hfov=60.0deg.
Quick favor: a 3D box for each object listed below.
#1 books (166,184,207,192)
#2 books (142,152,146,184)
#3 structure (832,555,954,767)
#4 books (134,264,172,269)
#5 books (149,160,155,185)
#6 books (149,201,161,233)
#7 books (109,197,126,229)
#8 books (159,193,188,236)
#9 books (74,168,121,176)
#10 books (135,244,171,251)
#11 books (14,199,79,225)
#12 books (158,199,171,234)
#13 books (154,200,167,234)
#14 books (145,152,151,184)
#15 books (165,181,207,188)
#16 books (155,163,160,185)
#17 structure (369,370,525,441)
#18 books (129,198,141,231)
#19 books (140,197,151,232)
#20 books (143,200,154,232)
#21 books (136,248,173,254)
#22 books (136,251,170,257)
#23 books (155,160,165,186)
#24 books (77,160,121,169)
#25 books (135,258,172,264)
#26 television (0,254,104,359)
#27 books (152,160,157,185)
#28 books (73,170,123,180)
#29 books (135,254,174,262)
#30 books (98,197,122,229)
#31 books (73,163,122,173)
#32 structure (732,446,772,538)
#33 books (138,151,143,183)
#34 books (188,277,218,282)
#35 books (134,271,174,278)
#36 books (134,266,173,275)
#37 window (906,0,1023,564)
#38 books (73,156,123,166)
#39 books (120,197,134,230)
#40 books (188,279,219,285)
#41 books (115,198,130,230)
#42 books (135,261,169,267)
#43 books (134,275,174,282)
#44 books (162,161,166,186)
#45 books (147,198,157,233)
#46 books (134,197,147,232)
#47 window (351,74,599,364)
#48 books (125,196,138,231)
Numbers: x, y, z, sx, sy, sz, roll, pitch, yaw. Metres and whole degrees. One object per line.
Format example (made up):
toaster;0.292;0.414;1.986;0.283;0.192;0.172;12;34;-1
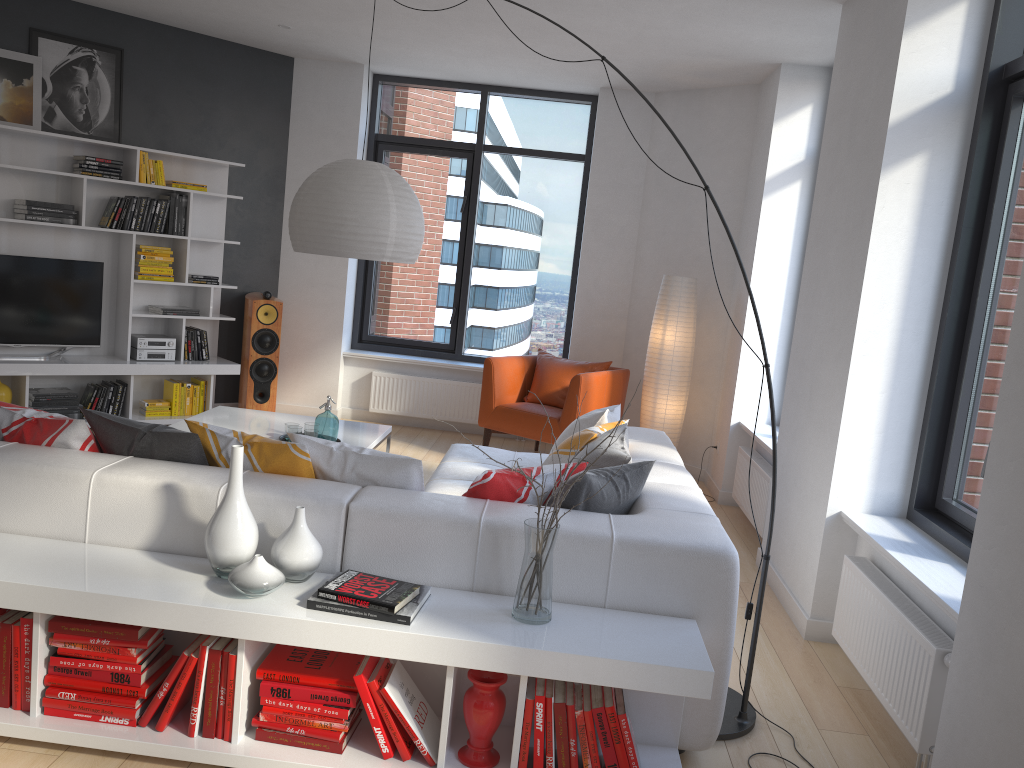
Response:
books;-2.484;-1.493;6.759;0.257;0.028;0.194;0;10;-37
books;-2.724;-1.583;6.490;0.041;0.224;0.163;-1;11;-44
structure;1.392;1.011;3.247;0.110;0.460;1.015;7;8;3
books;-2.736;-0.896;6.730;0.251;0.014;0.189;0;10;-39
books;-2.672;-1.559;6.524;0.054;0.180;0.132;-1;10;-42
books;-2.690;-1.250;6.615;0.071;0.243;0.179;-1;11;-43
books;-2.894;-1.244;6.456;0.096;0.234;0.187;-1;10;-41
books;-2.587;-1.291;6.753;0.128;0.321;0.259;-1;10;-42
books;-2.969;-1.517;6.348;0.264;0.020;0.189;-1;11;-43
books;-2.728;-1.035;6.727;0.223;0.023;0.163;0;10;-38
books;-3.251;-1.198;6.185;0.277;0.137;0.343;13;10;42
books;-2.644;-1.260;6.671;0.066;0.260;0.197;-1;10;-42
books;-2.669;-1.255;6.649;0.084;0.249;0.191;-1;10;-42
books;-2.707;-1.584;6.517;0.054;0.224;0.164;-1;11;-43
books;-2.489;-1.520;6.759;0.257;0.024;0.203;0;10;-39
books;-2.632;-1.546;6.538;0.046;0.161;0.108;-1;11;-43
structure;-0.506;0.195;7.735;1.474;0.460;0.110;7;8;3
books;-2.803;-1.248;6.528;0.068;0.243;0.179;-1;11;-43
books;-2.752;-1.259;6.578;0.066;0.260;0.197;-1;10;-42
books;-2.718;-1.245;6.573;0.069;0.242;0.172;-1;10;-41
books;-2.709;-1.008;6.720;0.223;0.023;0.163;0;10;-38
books;-2.720;-0.985;6.720;0.227;0.022;0.160;2;9;-26
books;-2.623;-1.561;6.563;0.064;0.184;0.141;-1;10;-41
books;-2.954;-1.568;6.340;0.246;0.026;0.180;0;10;-39
books;-2.728;-0.932;6.725;0.239;0.019;0.171;-1;10;-42
television;-3.447;-0.541;6.187;1.102;0.704;0.207;-1;10;-42
books;-2.652;-1.557;6.533;0.044;0.178;0.128;-1;10;-42
books;-2.968;-1.491;6.350;0.284;0.030;0.214;0;10;-38
books;-2.716;-0.958;6.727;0.239;0.033;0.176;0;10;-39
books;-2.916;-1.243;6.430;0.104;0.234;0.182;-1;10;-42
books;-2.977;-1.545;6.362;0.284;0.030;0.214;0;10;-38
structure;1.534;0.715;5.527;0.110;0.460;1.015;7;8;3
books;-2.729;-1.581;6.461;0.041;0.229;0.161;-1;11;-43
books;-2.424;-0.819;6.937;0.198;0.015;0.142;-1;11;-43
books;-2.729;-0.832;6.726;0.257;0.024;0.203;0;10;-39
books;-2.728;-0.866;6.725;0.243;0.042;0.189;-1;10;-42
window;1.888;-0.503;3.053;0.170;2.402;1.310;7;8;3
books;-2.960;-1.597;6.343;0.209;0.030;0.266;13;10;41
books;-2.827;-1.243;6.480;0.069;0.242;0.172;-1;10;-41
books;-2.424;-0.800;6.938;0.213;0.023;0.161;0;10;-38
books;-2.861;-1.242;6.467;0.081;0.233;0.169;-1;11;-43
books;-2.728;-0.910;6.707;0.217;0.023;0.145;0;10;-38
books;-2.724;-0.805;6.725;0.257;0.028;0.194;0;10;-37
books;-2.611;-1.563;6.584;0.044;0.184;0.142;-1;10;-41
books;-2.718;-1.257;6.607;0.075;0.254;0.192;-1;11;-43
books;-2.777;-1.254;6.555;0.084;0.249;0.191;-1;10;-42
window;-0.351;-1.398;7.852;1.960;2.402;0.170;7;8;3
books;-2.826;-1.255;6.513;0.075;0.254;0.192;-1;11;-43
